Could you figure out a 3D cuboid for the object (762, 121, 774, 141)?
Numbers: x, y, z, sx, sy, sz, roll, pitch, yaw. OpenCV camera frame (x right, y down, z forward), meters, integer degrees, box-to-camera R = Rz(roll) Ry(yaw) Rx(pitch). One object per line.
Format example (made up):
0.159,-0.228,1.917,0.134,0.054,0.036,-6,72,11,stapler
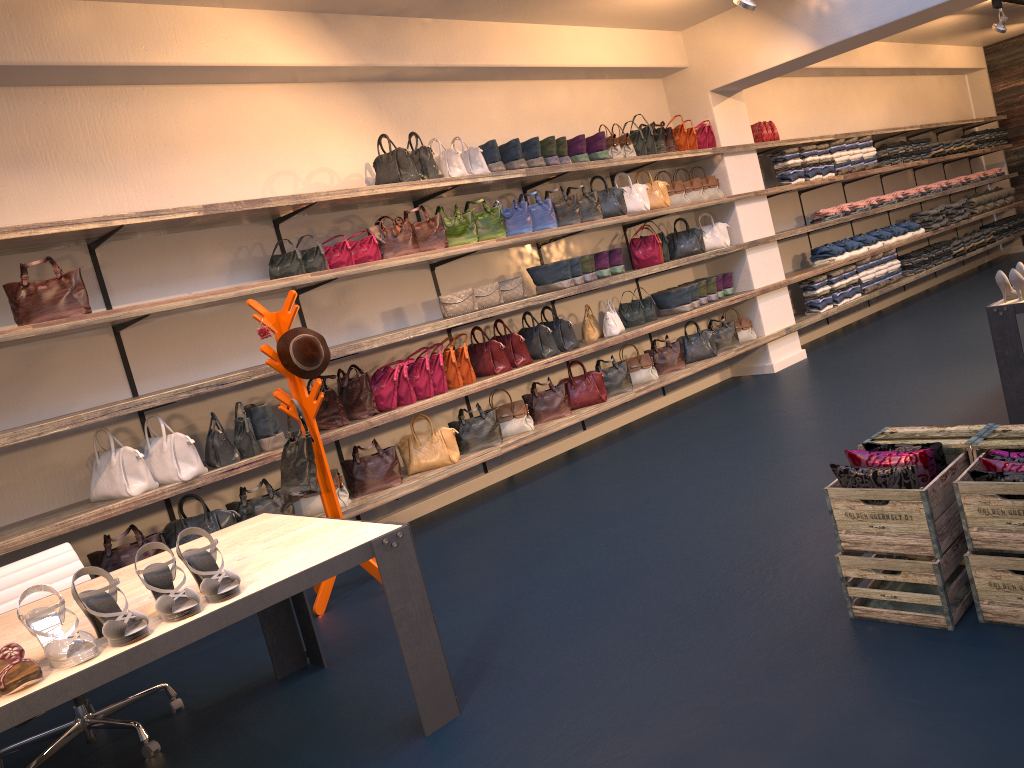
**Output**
2.626,-2.673,9.302,0.155,0.244,0.291,-18,8,-40,object

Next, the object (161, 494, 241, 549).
-1.735,0.791,4.853,0.436,0.385,0.188,-14,5,-8,object

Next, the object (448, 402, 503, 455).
-0.260,0.310,6.244,0.381,0.338,0.214,-14,6,-4,object

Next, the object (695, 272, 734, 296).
2.078,-0.989,8.838,0.388,0.235,0.191,-10,7,28,object

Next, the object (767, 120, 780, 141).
2.708,-2.700,9.376,0.291,0.244,0.155,-8,8,41,object

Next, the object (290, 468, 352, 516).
-1.239,0.624,5.409,0.389,0.366,0.176,-14,5,-4,object

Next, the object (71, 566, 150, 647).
-1.203,0.655,2.598,0.257,0.223,0.129,-9,7,36,object

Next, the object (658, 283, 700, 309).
1.589,-0.802,8.203,0.396,0.231,0.187,-11,6,18,object

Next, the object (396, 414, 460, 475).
-0.577,0.388,5.964,0.437,0.385,0.188,-14,6,-8,object

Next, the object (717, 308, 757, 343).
2.242,-0.588,8.755,0.389,0.366,0.176,-14,5,-4,object

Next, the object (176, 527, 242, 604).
-0.986,0.577,2.820,0.130,0.223,0.255,-19,8,-42,object

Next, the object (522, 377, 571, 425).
0.276,0.119,6.784,0.386,0.338,0.212,-14,6,-7,object

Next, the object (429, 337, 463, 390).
-0.488,-0.132,6.148,0.241,0.361,0.224,-13,6,9,object

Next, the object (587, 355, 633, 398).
0.828,-0.069,7.291,0.381,0.338,0.214,-14,6,-4,object

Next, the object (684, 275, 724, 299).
1.936,-0.938,8.689,0.394,0.235,0.188,-11,6,21,object

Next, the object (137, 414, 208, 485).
-1.879,0.343,4.730,0.398,0.385,0.205,-11,6,24,object

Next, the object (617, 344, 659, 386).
1.060,-0.176,7.619,0.389,0.366,0.176,-14,5,-4,object

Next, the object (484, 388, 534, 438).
-0.057,0.212,6.545,0.389,0.366,0.176,-14,5,-4,object

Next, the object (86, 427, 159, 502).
-2.098,0.409,4.606,0.398,0.385,0.205,-11,6,24,object

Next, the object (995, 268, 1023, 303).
2.934,-0.589,5.055,0.264,0.195,0.184,-18,7,-37,object

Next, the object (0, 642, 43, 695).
-1.380,0.773,2.405,0.109,0.117,0.236,-18,8,-36,object

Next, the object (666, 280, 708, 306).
1.704,-0.846,8.370,0.394,0.235,0.188,-11,6,21,object

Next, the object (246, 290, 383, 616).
-1.099,0.347,4.834,0.469,1.725,0.422,-15,5,-15,object

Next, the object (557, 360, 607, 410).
0.563,-0.009,7.060,0.437,0.385,0.188,-14,6,-8,object

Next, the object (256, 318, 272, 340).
-1.334,-0.296,4.651,0.072,0.112,0.071,-11,6,28,object

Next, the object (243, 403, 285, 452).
-1.475,0.255,5.166,0.195,0.284,0.316,-16,6,-20,object

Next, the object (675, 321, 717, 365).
1.724,-0.412,8.166,0.441,0.385,0.186,-15,6,-11,object

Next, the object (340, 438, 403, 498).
-0.910,0.532,5.644,0.386,0.338,0.212,-14,6,-7,object

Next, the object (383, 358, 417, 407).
-0.767,0.002,5.840,0.245,0.297,0.260,-12,6,14,object

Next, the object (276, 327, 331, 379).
-1.109,-0.170,4.702,0.295,0.289,0.168,-18,7,-36,object

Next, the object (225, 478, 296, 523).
-1.470,0.731,5.081,0.381,0.338,0.214,-14,6,-4,object

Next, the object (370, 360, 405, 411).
-0.831,0.024,5.743,0.339,0.300,0.263,-15,6,-14,object

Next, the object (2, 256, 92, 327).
-2.387,-0.476,4.443,0.386,0.338,0.212,-14,6,-7,object

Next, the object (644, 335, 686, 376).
1.389,-0.268,7.854,0.386,0.338,0.212,-14,6,-7,object

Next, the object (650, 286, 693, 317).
1.492,-0.759,8.034,0.388,0.231,0.191,-10,7,28,object

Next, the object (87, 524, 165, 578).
-2.023,0.920,4.574,0.386,0.338,0.212,-14,6,-7,object

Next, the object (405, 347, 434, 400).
-0.654,-0.058,5.924,0.281,0.341,0.238,-15,6,-11,object

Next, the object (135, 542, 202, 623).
-1.086,0.613,2.719,0.130,0.223,0.255,-19,8,-41,object

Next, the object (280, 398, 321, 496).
-1.192,0.351,4.716,0.218,0.523,0.346,-17,7,-34,object

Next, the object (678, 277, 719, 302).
1.840,-0.896,8.520,0.389,0.235,0.190,-10,7,26,object

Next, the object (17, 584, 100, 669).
-1.322,0.693,2.510,0.256,0.223,0.129,-9,7,37,object

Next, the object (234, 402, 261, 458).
-1.569,0.269,5.032,0.118,0.328,0.216,-18,7,-35,object

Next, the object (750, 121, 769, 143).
2.552,-2.647,9.230,0.290,0.244,0.155,-7,9,46,object

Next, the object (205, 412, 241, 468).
-1.690,0.312,4.965,0.168,0.308,0.313,-17,7,-31,object

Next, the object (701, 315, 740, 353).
2.038,-0.490,8.453,0.381,0.338,0.214,-14,6,-4,object

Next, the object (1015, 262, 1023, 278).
3.152,-0.665,5.265,0.184,0.195,0.264,-9,8,40,object

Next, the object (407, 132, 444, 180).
-0.689,-1.600,6.186,0.210,0.385,0.388,-19,8,-41,object
